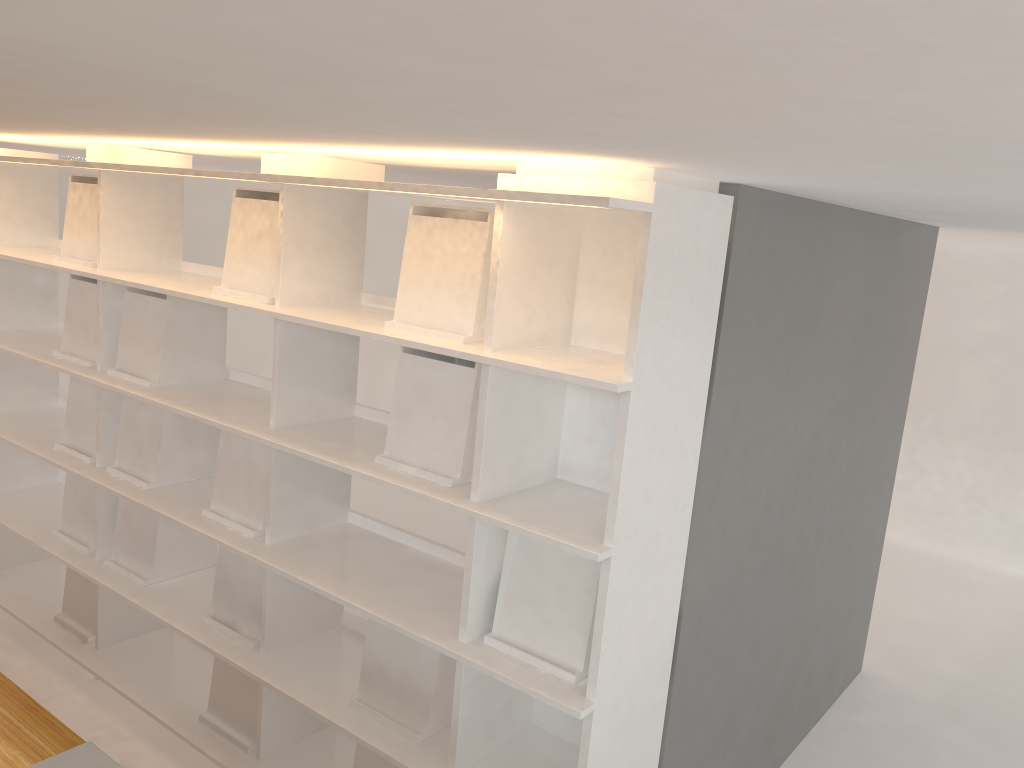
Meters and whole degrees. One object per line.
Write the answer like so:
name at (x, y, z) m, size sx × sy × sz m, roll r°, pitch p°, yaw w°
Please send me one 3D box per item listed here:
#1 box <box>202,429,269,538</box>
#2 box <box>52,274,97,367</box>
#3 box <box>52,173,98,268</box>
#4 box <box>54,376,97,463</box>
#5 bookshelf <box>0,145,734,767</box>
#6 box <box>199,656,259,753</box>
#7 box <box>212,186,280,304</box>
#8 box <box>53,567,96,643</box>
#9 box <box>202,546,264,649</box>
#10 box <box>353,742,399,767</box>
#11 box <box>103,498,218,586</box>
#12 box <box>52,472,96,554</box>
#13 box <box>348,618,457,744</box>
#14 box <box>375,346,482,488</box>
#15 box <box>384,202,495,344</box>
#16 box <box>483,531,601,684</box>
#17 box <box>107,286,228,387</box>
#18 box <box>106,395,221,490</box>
box at (-0.722, 0.250, 2.623) m, size 0.245 × 0.296 × 0.274 m, roll 13°, pitch 13°, yaw 36°
box at (-1.403, -0.236, 3.089) m, size 0.245 × 0.296 × 0.274 m, roll 13°, pitch 13°, yaw 36°
box at (-1.374, -0.557, 3.029) m, size 0.245 × 0.296 × 0.274 m, roll 13°, pitch 13°, yaw 36°
box at (-1.425, 0.088, 3.143) m, size 0.245 × 0.296 × 0.274 m, roll 13°, pitch 13°, yaw 36°
bookshelf at (-0.943, 0.229, 2.703) m, size 2.984 × 1.836 × 0.498 m, roll 13°, pitch 13°, yaw 36°
box at (-0.770, 0.896, 2.734) m, size 0.245 × 0.296 × 0.274 m, roll 13°, pitch 13°, yaw 36°
box at (-0.646, -0.391, 2.489) m, size 0.245 × 0.296 × 0.274 m, roll 13°, pitch 13°, yaw 36°
box at (-1.492, 0.730, 3.268) m, size 0.245 × 0.296 × 0.274 m, roll 13°, pitch 13°, yaw 36°
box at (-0.740, 0.574, 2.675) m, size 0.245 × 0.296 × 0.274 m, roll 13°, pitch 13°, yaw 36°
box at (-0.268, 1.012, 2.364) m, size 0.245 × 0.296 × 0.274 m, roll 13°, pitch 13°, yaw 36°
box at (-1.187, 0.471, 3.005) m, size 0.245 × 0.296 × 0.274 m, roll 13°, pitch 13°, yaw 36°
box at (-1.470, 0.406, 3.214) m, size 0.245 × 0.296 × 0.274 m, roll 13°, pitch 13°, yaw 36°
box at (-0.229, 0.691, 2.297) m, size 0.245 × 0.296 × 0.274 m, roll 13°, pitch 13°, yaw 36°
box at (-0.139, 0.054, 2.155) m, size 0.245 × 0.296 × 0.274 m, roll 13°, pitch 13°, yaw 36°
box at (-0.108, -0.266, 2.094) m, size 0.245 × 0.296 × 0.274 m, roll 13°, pitch 13°, yaw 36°
box at (0.128, 0.444, 1.995) m, size 0.245 × 0.296 × 0.274 m, roll 13°, pitch 13°, yaw 36°
box at (-1.117, -0.169, 2.878) m, size 0.245 × 0.296 × 0.274 m, roll 13°, pitch 13°, yaw 36°
box at (-1.147, 0.152, 2.937) m, size 0.245 × 0.296 × 0.274 m, roll 13°, pitch 13°, yaw 36°
